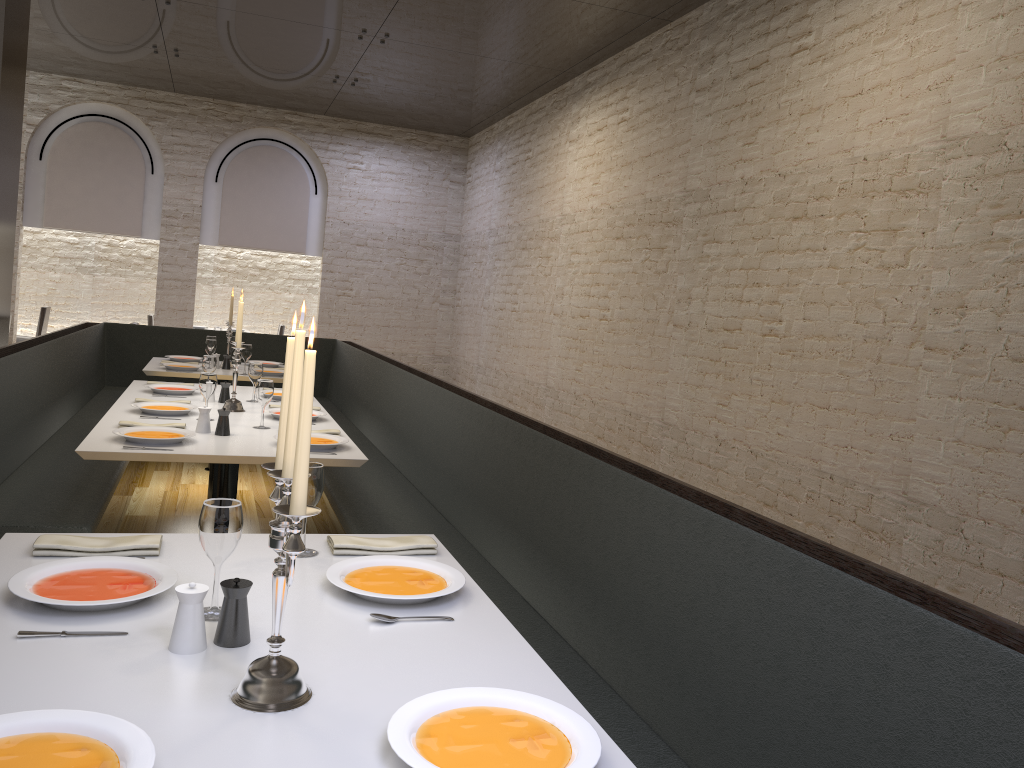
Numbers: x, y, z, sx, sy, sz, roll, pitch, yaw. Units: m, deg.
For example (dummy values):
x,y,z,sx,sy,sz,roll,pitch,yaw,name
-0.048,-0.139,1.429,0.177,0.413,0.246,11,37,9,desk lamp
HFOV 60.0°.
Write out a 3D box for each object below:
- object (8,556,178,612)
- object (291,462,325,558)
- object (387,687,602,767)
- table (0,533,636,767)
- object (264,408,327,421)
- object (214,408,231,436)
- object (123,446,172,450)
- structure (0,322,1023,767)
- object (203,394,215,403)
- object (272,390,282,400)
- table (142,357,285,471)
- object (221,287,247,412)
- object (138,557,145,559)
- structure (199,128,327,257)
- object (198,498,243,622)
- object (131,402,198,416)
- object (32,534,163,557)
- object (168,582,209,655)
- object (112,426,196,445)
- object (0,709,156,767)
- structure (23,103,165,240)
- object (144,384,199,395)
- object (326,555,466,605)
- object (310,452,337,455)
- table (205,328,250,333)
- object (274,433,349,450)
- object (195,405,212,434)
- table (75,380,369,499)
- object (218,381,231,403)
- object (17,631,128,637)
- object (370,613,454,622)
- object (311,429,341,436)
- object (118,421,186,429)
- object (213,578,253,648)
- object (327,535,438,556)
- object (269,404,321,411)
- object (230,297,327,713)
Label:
x,y,z,sx,sy,sz,roll,pitch,yaw,name
-0.868,0.422,1.846,0.321,0.036,0.322,5,5,1,object
-0.528,0.319,2.262,0.086,0.230,0.087,5,3,-7,object
-0.028,0.541,1.329,0.321,0.036,0.323,1,6,-43,object
-0.378,0.917,1.206,1.099,0.758,2.547,4,5,-19,table
-1.136,0.165,4.638,0.321,0.036,0.322,5,5,1,object
-1.281,0.168,3.932,0.069,0.126,0.069,6,3,13,object
-1.413,0.250,3.446,0.185,0.010,0.017,4,4,-19,object
-1.017,0.572,3.203,2.369,0.999,10.782,4,5,-19,structure
-1.701,0.042,4.987,0.068,0.126,0.069,4,3,-25,object
-1.405,0.073,5.443,0.321,0.036,0.322,3,5,-23,object
-2.355,0.246,7.111,1.099,0.758,1.192,4,4,-19,table
-1.458,-0.184,4.706,0.131,0.655,0.391,5,3,-8,object
-0.940,0.408,2.036,0.181,0.015,0.038,4,5,-17,object
-3.367,-2.665,12.157,1.632,1.672,0.098,4,3,-19,structure
-0.593,0.352,1.790,0.086,0.230,0.087,5,3,-7,object
-1.735,0.128,4.436,0.321,0.036,0.322,5,5,1,object
-0.999,0.386,2.152,0.272,0.033,0.143,4,5,-19,object
-0.587,0.424,1.616,0.068,0.126,0.069,4,3,-25,object
-1.473,0.217,3.654,0.321,0.036,0.323,3,5,-21,object
-0.627,0.504,1.127,0.321,0.036,0.323,1,6,-43,object
-5.369,-2.787,11.476,1.632,1.672,0.098,4,3,-19,structure
-2.005,0.037,5.241,0.321,0.036,0.322,3,5,-23,object
-0.268,0.459,2.049,0.321,0.036,0.322,5,5,1,object
-0.817,0.282,3.673,0.181,0.015,0.038,4,5,-17,object
-4.286,-0.400,12.761,0.935,0.758,1.014,4,4,-19,table
-0.874,0.254,3.855,0.321,0.036,0.323,1,6,-43,object
-1.374,0.158,3.953,0.069,0.126,0.069,5,3,4,object
-1.545,0.521,4.692,1.099,0.758,2.547,4,5,-19,table
-1.623,0.048,5.011,0.068,0.126,0.069,4,3,-25,object
-0.804,0.457,1.627,0.185,0.010,0.017,4,4,-19,object
-0.208,0.489,1.854,0.181,0.015,0.038,4,5,-17,object
-0.959,0.225,4.192,0.272,0.033,0.143,4,5,-19,object
-1.608,0.185,3.971,0.272,0.033,0.143,4,5,-19,object
-0.521,0.426,1.664,0.068,0.126,0.069,4,3,-25,object
-0.349,0.426,2.373,0.272,0.033,0.143,4,5,-19,object
-1.219,0.137,4.971,0.272,0.033,0.143,4,5,-19,object
-0.367,0.186,1.447,0.131,0.655,0.391,5,3,-8,object
